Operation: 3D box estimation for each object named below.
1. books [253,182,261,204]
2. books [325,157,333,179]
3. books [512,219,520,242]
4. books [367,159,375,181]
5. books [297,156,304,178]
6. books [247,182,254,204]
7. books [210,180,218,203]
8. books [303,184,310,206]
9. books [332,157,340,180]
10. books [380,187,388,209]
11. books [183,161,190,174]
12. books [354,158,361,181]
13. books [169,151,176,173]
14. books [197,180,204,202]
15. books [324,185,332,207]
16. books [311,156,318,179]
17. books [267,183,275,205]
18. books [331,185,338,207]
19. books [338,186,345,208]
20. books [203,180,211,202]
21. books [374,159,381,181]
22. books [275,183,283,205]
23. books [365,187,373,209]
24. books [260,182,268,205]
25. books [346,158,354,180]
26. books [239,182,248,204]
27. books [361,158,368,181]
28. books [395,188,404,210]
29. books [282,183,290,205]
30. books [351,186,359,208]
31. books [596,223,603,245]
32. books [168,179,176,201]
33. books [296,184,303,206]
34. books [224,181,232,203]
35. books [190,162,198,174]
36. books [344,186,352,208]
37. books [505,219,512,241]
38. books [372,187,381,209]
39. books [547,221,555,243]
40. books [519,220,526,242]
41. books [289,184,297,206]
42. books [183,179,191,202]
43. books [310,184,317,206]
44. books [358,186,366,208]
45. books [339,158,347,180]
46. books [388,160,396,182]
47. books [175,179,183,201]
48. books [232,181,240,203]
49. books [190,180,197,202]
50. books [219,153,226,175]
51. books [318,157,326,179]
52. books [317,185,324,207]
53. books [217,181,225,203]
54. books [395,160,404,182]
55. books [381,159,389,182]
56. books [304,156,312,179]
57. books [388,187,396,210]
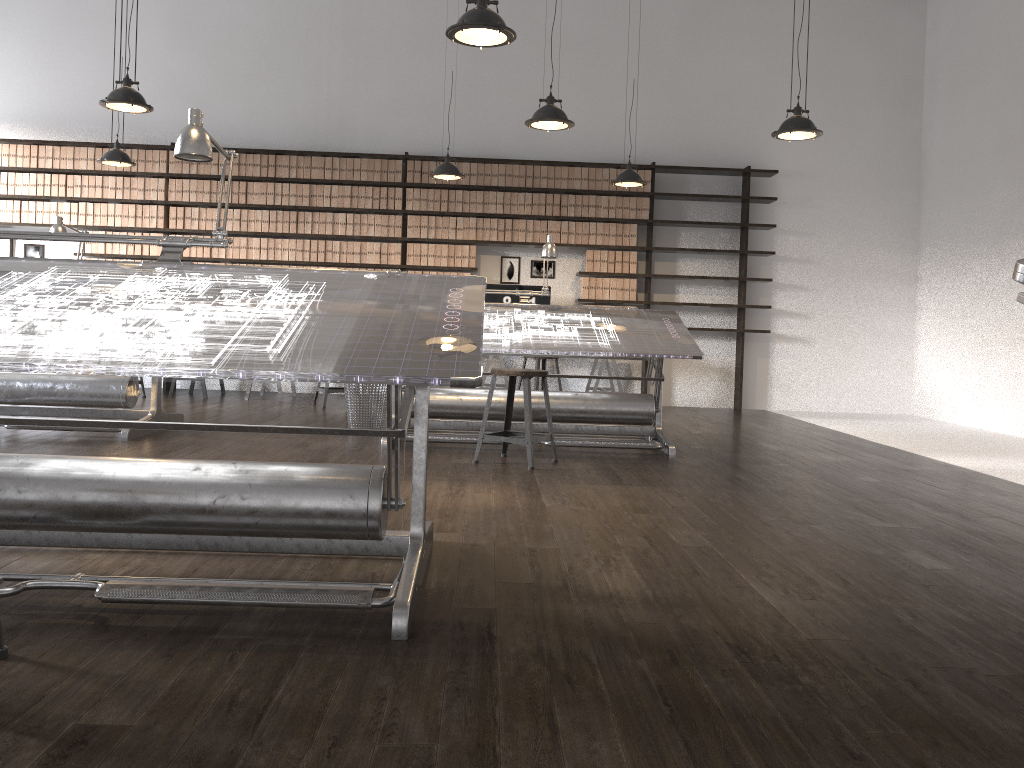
[{"bbox_3d":[-2.532,-1.895,8.874,0.067,0.225,0.175,2,2,-2],"label":"books"},{"bbox_3d":[-1.825,-2.148,8.886,0.067,0.225,0.175,2,2,-2],"label":"books"},{"bbox_3d":[0.037,-1.540,8.950,0.067,0.225,0.175,2,2,-2],"label":"books"},{"bbox_3d":[-1.408,-2.135,8.903,0.067,0.225,0.175,2,2,-2],"label":"books"},{"bbox_3d":[-2.105,-2.158,8.886,0.067,0.225,0.174,2,2,-2],"label":"books"},{"bbox_3d":[-2.598,-1.897,8.875,0.067,0.225,0.175,2,2,-2],"label":"books"},{"bbox_3d":[-2.959,-1.910,8.864,0.067,0.225,0.175,2,2,-2],"label":"books"},{"bbox_3d":[-2.048,-1.878,8.884,0.067,0.225,0.175,2,2,-2],"label":"books"},{"bbox_3d":[-1.753,-2.146,8.892,0.067,0.225,0.174,2,2,-2],"label":"books"},{"bbox_3d":[-1.281,-1.853,8.906,0.067,0.225,0.175,2,2,-2],"label":"books"},{"bbox_3d":[-3.226,-2.195,8.848,0.067,0.225,0.175,2,2,-2],"label":"books"},{"bbox_3d":[-1.543,-2.139,8.896,0.067,0.225,0.175,2,2,-2],"label":"books"},{"bbox_3d":[-3.361,-2.200,8.848,0.067,0.225,0.175,2,2,-2],"label":"books"},{"bbox_3d":[-3.093,-1.914,8.859,0.067,0.225,0.175,2,2,-2],"label":"books"},{"bbox_3d":[-1.838,-1.872,8.890,0.067,0.225,0.175,2,2,-2],"label":"books"},{"bbox_3d":[-1.961,-2.153,8.887,0.067,0.225,0.175,2,2,-2],"label":"books"},{"bbox_3d":[-2.396,-1.890,8.874,0.067,0.225,0.175,2,2,-2],"label":"books"},{"bbox_3d":[-1.766,-1.869,8.894,0.067,0.225,0.175,2,2,-2],"label":"books"},{"bbox_3d":[-1.703,-1.867,8.898,0.067,0.225,0.175,2,2,-2],"label":"books"},{"bbox_3d":[-3.026,-1.911,8.857,0.067,0.225,0.175,2,2,-2],"label":"books"},{"bbox_3d":[-1.341,-2.132,8.900,0.067,0.225,0.175,2,2,-2],"label":"books"},{"bbox_3d":[-2.324,-1.888,8.879,0.067,0.225,0.174,2,2,-2],"label":"books"},{"bbox_3d":[-1.427,-1.858,8.902,0.067,0.225,0.174,2,2,-2],"label":"books"},{"bbox_3d":[-2.469,-1.893,8.872,0.067,0.225,0.175,2,2,-2],"label":"books"},{"bbox_3d":[-1.614,-2.141,8.898,0.067,0.225,0.175,2,2,-2],"label":"books"},{"bbox_3d":[-2.671,-1.900,8.867,0.067,0.225,0.175,2,2,-2],"label":"books"},{"bbox_3d":[-1.471,-2.136,8.900,0.067,0.225,0.175,2,2,-2],"label":"books"},{"bbox_3d":[-1.132,-1.848,8.913,0.067,0.225,0.175,2,2,-2],"label":"books"},{"bbox_3d":[-2.250,-1.885,8.879,0.067,0.225,0.175,2,2,-2],"label":"books"},{"bbox_3d":[-1.569,-1.863,8.903,0.067,0.225,0.175,2,2,-2],"label":"books"},{"bbox_3d":[0.879,-1.511,8.970,0.067,0.225,0.175,2,2,-2],"label":"books"},{"bbox_3d":[-3.368,-1.923,8.854,0.067,0.225,0.174,2,2,-2],"label":"books"},{"bbox_3d":[-2.115,-1.881,8.886,0.067,0.225,0.175,2,2,-2],"label":"books"},{"bbox_3d":[-2.817,-1.905,8.864,0.067,0.225,0.174,2,2,-2],"label":"books"},{"bbox_3d":[-3.153,-2.193,8.853,0.067,0.225,0.174,2,2,-2],"label":"books"},{"bbox_3d":[-1.636,-1.865,8.895,0.067,0.225,0.175,2,2,-2],"label":"books"},{"bbox_3d":[-0.037,-1.542,8.943,0.067,0.225,0.175,2,2,-2],"label":"books"},{"bbox_3d":[-1.356,-1.856,8.909,0.067,0.225,0.175,2,2,-2],"label":"books"},{"bbox_3d":[0.389,-1.528,8.957,0.067,0.225,0.175,2,2,-2],"label":"books"},{"bbox_3d":[0.103,-1.537,8.945,0.067,0.225,0.175,2,2,-2],"label":"books"},{"bbox_3d":[-2.177,-1.883,8.883,0.067,0.225,0.175,2,2,-2],"label":"books"},{"bbox_3d":[-3.228,-1.918,8.852,0.067,0.225,0.175,2,2,-2],"label":"books"},{"bbox_3d":[-1.978,-1.877,8.892,0.067,0.225,0.174,2,2,-2],"label":"books"},{"bbox_3d":[-1.498,-1.860,8.905,0.067,0.225,0.174,2,2,-2],"label":"books"},{"bbox_3d":[-1.683,-2.144,8.898,0.067,0.225,0.174,2,2,-2],"label":"books"},{"bbox_3d":[-1.203,-2.128,8.910,0.067,0.225,0.174,2,2,-2],"label":"books"},{"bbox_3d":[-3.299,-1.921,8.854,0.067,0.225,0.175,2,2,-2],"label":"books"},{"bbox_3d":[-2.746,-1.902,8.871,0.067,0.225,0.175,2,2,-2],"label":"books"},{"bbox_3d":[-3.156,-1.916,8.856,0.067,0.225,0.175,2,2,-2],"label":"books"},{"bbox_3d":[-2.871,-2.184,8.861,0.067,0.225,0.175,2,2,-2],"label":"books"},{"bbox_3d":[-1.897,-2.151,8.884,0.067,0.225,0.175,2,2,-2],"label":"books"},{"bbox_3d":[-1.908,-1.874,8.892,0.067,0.225,0.175,2,2,-2],"label":"books"},{"bbox_3d":[-2.888,-1.907,8.866,0.067,0.225,0.174,2,2,-2],"label":"books"},{"bbox_3d":[-1.132,-2.125,8.908,0.067,0.225,0.174,2,2,-2],"label":"books"},{"bbox_3d":[-1.274,-2.130,8.908,0.067,0.225,0.175,2,2,-2],"label":"books"},{"bbox_3d":[-2.036,-2.156,8.886,0.067,0.225,0.175,2,2,-2],"label":"books"},{"bbox_3d":[-1.207,-1.851,8.913,0.067,0.225,0.175,2,2,-2],"label":"books"}]
